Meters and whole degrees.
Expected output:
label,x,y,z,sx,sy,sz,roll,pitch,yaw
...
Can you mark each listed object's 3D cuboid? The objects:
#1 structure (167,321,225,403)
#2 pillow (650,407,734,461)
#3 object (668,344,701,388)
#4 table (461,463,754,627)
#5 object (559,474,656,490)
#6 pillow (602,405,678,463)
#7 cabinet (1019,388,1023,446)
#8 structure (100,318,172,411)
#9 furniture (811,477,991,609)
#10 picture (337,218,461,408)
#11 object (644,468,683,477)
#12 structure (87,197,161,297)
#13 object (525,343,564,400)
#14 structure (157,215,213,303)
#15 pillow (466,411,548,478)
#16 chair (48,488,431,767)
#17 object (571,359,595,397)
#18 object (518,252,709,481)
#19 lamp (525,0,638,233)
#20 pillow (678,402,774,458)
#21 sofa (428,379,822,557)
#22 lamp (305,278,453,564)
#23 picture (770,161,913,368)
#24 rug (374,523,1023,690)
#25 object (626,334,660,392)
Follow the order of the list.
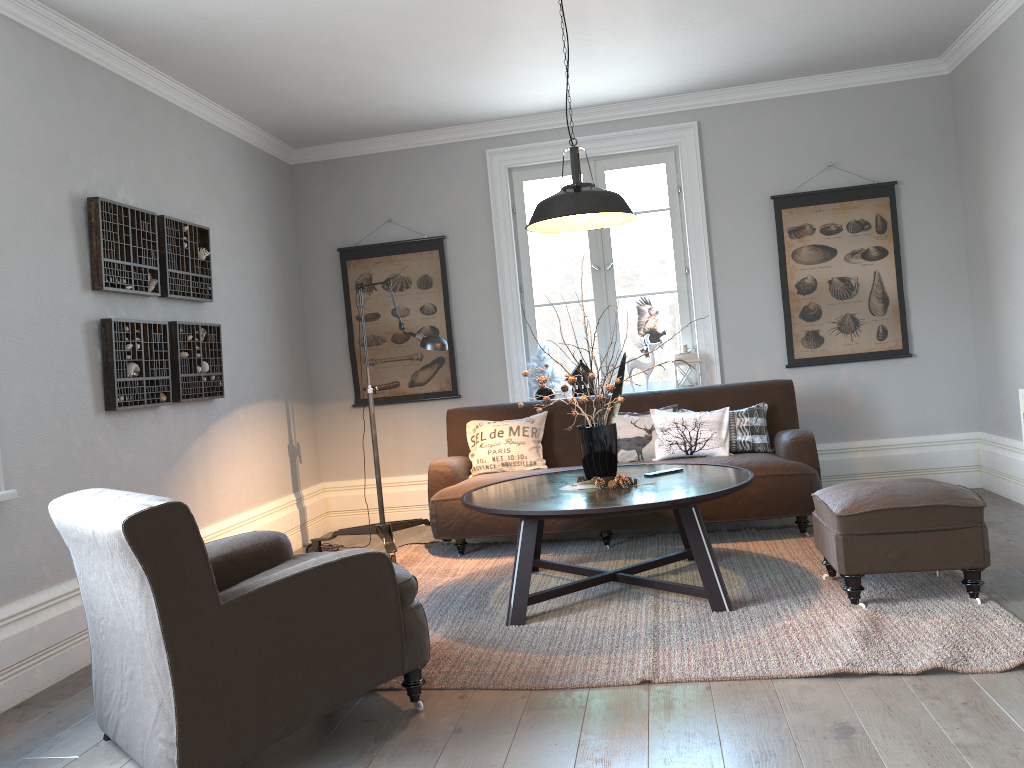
label,x,y,z,sx,sy,sz,roll,pitch,yaw
structure,-1.679,-0.120,4.736,0.086,0.416,0.468,-5,1,9
pillow,1.032,0.281,5.123,0.471,0.309,0.188,-5,1,10
object,1.147,-0.105,5.881,0.193,0.322,0.193,-5,1,3
table,0.441,0.698,3.990,1.300,0.503,1.300,-5,1,2
object,0.416,0.425,3.894,0.404,0.067,0.153,-5,1,27
pillow,0.757,0.315,5.244,0.472,0.347,0.159,-5,1,7
cabinet,2.267,0.399,3.168,0.408,0.757,1.152,-5,1,9
structure,-1.764,-0.095,4.194,0.086,0.416,0.468,-5,1,9
furniture,1.542,0.617,3.556,0.583,0.440,0.574,-5,1,9
picture,-0.806,-0.520,6.248,0.793,1.313,0.057,-5,1,9
object,0.713,0.413,4.165,0.207,0.011,0.051,-6,1,-31
structure,-1.831,-0.633,4.182,0.099,0.416,0.468,-5,1,9
object,0.200,-0.069,6.046,0.262,0.424,0.248,-5,1,45
structure,-1.724,-0.655,4.708,0.105,0.416,0.468,-5,1,9
pillow,-0.031,0.374,5.411,0.519,0.368,0.240,-5,1,9
chair,-0.817,0.682,2.807,0.970,0.795,0.807,-6,1,-40
object,0.476,-0.024,6.011,0.155,0.284,0.155,-5,1,-1
object,0.460,-0.087,3.900,0.853,1.066,0.525,-6,1,-20
lamp,0.258,-1.255,3.964,0.504,1.076,0.504,-6,1,-33
pillow,1.248,0.272,5.202,0.542,0.288,0.183,-5,1,10
sofa,0.624,0.484,5.201,2.165,0.824,0.969,-5,1,9
lamp,-0.874,0.220,5.466,0.797,1.644,1.863,-6,1,-43
picture,2.131,-0.792,5.775,0.793,1.313,0.057,-5,1,9
rug,0.494,0.888,4.023,2.818,0.090,2.400,-5,1,10
object,0.872,-0.123,5.865,0.239,0.410,0.128,-5,1,5
